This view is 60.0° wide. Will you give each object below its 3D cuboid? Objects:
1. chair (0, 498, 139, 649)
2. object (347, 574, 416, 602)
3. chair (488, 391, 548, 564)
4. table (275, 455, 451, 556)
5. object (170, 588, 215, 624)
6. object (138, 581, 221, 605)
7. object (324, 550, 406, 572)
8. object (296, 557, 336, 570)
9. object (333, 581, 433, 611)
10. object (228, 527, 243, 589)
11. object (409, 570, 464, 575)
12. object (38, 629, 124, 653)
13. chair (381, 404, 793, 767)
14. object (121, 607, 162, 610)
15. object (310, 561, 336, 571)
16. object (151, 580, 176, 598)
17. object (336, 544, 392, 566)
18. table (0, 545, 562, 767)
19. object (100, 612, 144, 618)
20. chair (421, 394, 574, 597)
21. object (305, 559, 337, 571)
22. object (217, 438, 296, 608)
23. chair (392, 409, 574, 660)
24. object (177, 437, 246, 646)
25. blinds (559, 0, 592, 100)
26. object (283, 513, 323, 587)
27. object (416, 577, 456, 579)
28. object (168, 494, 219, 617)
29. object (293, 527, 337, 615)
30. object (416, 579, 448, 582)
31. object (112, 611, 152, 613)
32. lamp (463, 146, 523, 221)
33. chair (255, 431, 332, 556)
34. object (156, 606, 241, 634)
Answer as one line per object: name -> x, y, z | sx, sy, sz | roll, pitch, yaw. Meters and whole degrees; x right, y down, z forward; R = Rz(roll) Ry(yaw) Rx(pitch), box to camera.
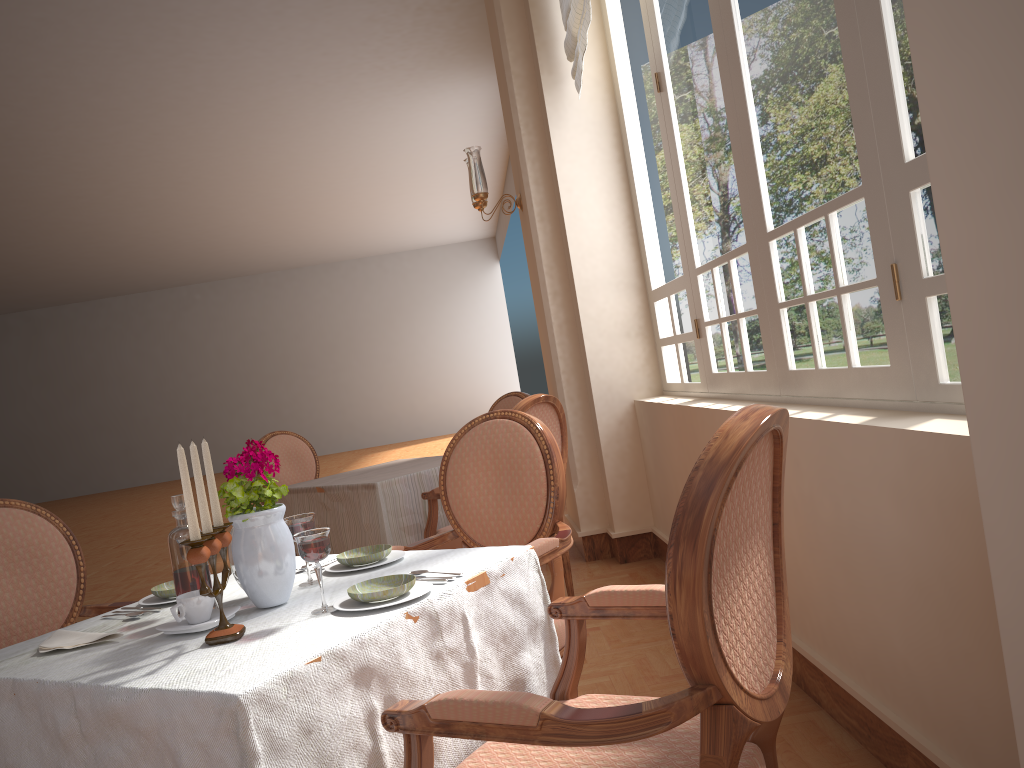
chair -> -0.997, 0.707, 2.023 | 0.593, 0.931, 0.520 | -9, 1, 31
object -> -0.220, 0.351, 1.509 | 0.117, 0.024, 0.117 | -9, 1, 38
chair -> -0.089, 0.531, 4.698 | 0.521, 0.931, 0.592 | -8, 1, 42
table -> -0.523, 0.736, 4.178 | 0.830, 0.677, 0.830 | -9, 1, 42
object -> -0.549, 0.387, 1.526 | 0.077, 0.049, 0.062 | -10, 1, -30
object -> -0.685, 0.435, 1.843 | 0.171, 0.005, 0.171 | -9, 1, 35
object -> -0.307, 0.373, 1.859 | 0.171, 0.005, 0.171 | -9, 1, 28
object -> -0.425, 0.392, 1.939 | 0.027, 0.006, 0.125 | -9, 1, 33
object -> -0.218, 0.362, 1.509 | 0.171, 0.005, 0.171 | -10, 1, -43
object -> -0.499, 0.339, 1.717 | 0.093, 0.138, 0.092 | -9, 1, 25
object -> -0.140, 0.347, 1.629 | 0.126, 0.006, 0.027 | -9, 1, 33
object -> -0.786, 0.451, 1.557 | 0.234, 0.012, 0.094 | -9, 1, 36
chair -> 0.169, 0.521, 1.305 | 0.593, 0.931, 0.520 | -9, 1, 31
object -> -0.732, 0.445, 1.758 | 0.127, 0.004, 0.013 | -9, 1, 32
object -> -0.388, 0.386, 1.912 | 0.013, 0.004, 0.127 | -9, 1, 35
object -> -0.687, 0.425, 1.843 | 0.117, 0.024, 0.117 | -9, 1, 7
object -> -0.308, 0.362, 1.859 | 0.117, 0.024, 0.117 | -10, 1, -24
table -> -0.424, 0.742, 1.659 | 0.830, 0.680, 0.836 | -9, 1, 31
object -> -0.757, 0.448, 1.719 | 0.126, 0.006, 0.027 | -9, 1, 30
chair -> -0.016, 0.529, 3.711 | 0.593, 0.931, 0.520 | -8, 1, 42
object -> -0.403, 0.390, 1.926 | 0.016, 0.002, 0.125 | -9, 1, 34
object -> -0.463, 0.250, 1.600 | 0.124, 0.302, 0.143 | -9, 1, -4
chair -> -0.094, 0.555, 2.258 | 0.521, 0.931, 0.592 | -9, 1, 31
object -> -0.483, 0.248, 1.413 | 0.059, 0.326, 0.177 | -9, 1, -4
blinds -> 0.235, -2.041, 3.896 | 0.072, 1.376, 0.843 | -9, 1, -2
object -> -0.405, 0.325, 1.735 | 0.062, 0.135, 0.062 | -9, 1, 29
object -> -0.152, 0.352, 1.607 | 0.125, 0.002, 0.016 | -9, 1, 34
object -> -0.592, 0.313, 1.622 | 0.074, 0.222, 0.074 | -10, 1, -23
object -> -0.324, 0.314, 1.487 | 0.062, 0.135, 0.062 | -9, 1, 29
object -> -0.167, 0.353, 1.591 | 0.127, 0.004, 0.013 | -9, 1, 35
object -> -0.745, 0.448, 1.742 | 0.125, 0.002, 0.016 | -9, 1, 31
lamp -> -0.104, -1.098, 4.865 | 0.274, 0.362, 0.320 | -9, 1, -3
chair -> -1.021, 0.686, 4.647 | 0.593, 0.931, 0.520 | -8, 1, 42
object -> -0.539, 0.409, 1.530 | 0.119, 0.016, 0.119 | -9, 1, 17
